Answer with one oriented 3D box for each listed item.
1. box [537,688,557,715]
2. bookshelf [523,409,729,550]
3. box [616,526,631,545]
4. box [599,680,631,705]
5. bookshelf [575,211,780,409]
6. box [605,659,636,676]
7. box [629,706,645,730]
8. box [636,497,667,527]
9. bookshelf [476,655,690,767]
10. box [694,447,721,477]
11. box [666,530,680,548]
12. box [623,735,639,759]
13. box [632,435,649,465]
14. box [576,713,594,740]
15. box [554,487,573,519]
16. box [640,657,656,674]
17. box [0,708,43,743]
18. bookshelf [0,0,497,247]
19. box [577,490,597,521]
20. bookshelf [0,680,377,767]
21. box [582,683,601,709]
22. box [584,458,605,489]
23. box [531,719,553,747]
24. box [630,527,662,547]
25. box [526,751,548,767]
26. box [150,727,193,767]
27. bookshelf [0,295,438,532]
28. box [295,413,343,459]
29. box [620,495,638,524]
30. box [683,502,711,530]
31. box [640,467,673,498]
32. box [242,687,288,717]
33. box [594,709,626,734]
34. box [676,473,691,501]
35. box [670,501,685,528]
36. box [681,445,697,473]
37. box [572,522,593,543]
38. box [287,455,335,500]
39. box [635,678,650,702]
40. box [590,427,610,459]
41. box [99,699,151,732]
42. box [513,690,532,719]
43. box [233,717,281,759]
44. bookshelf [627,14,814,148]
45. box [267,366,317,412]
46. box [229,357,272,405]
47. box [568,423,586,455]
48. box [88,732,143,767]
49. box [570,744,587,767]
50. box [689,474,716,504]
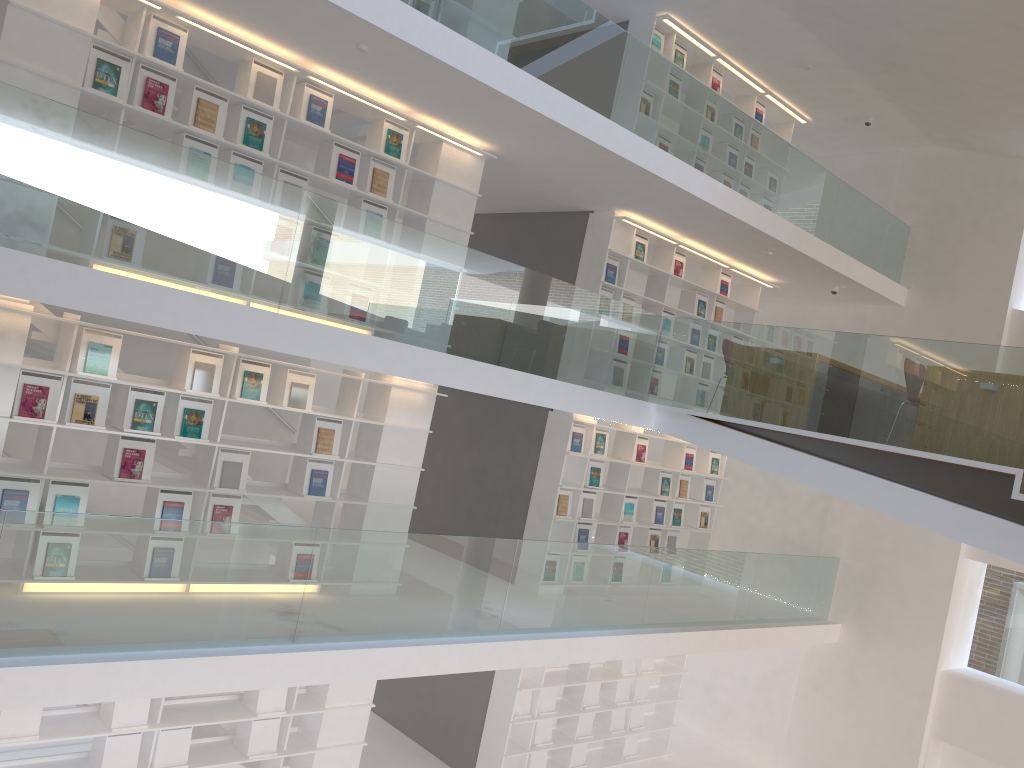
[{"bbox_3d":[0.313,3.238,9.230,0.245,0.296,0.274,13,-1,-43],"label":"box"},{"bbox_3d":[1.428,1.415,9.846,2.984,1.836,0.498,13,-1,-43],"label":"bookshelf"},{"bbox_3d":[1.147,1.675,9.728,0.245,0.296,0.274,13,-1,-43],"label":"box"},{"bbox_3d":[1.195,3.436,10.073,0.245,0.296,0.274,13,-1,-43],"label":"box"},{"bbox_3d":[1.846,-0.603,9.884,2.984,1.836,0.498,13,-1,-43],"label":"bookshelf"},{"bbox_3d":[1.262,3.115,10.079,0.245,0.296,0.274,13,-1,-43],"label":"box"},{"bbox_3d":[1.394,3.818,10.320,0.245,0.296,0.274,13,-1,-43],"label":"box"},{"bbox_3d":[1.608,1.442,10.110,0.245,0.296,0.274,13,-1,-43],"label":"box"},{"bbox_3d":[1.015,3.409,9.809,2.984,1.836,0.498,13,-1,-43],"label":"bookshelf"},{"bbox_3d":[2.375,0.941,10.727,0.245,0.296,0.274,13,-1,-43],"label":"box"},{"bbox_3d":[1.807,1.823,10.357,0.245,0.296,0.274,13,-1,-43],"label":"box"},{"bbox_3d":[1.321,4.138,10.308,0.245,0.296,0.274,13,-1,-43],"label":"box"},{"bbox_3d":[1.343,0.708,9.739,0.245,0.296,0.274,13,-1,-43],"label":"box"},{"bbox_3d":[0.735,3.669,9.691,0.245,0.296,0.274,13,-1,-43],"label":"box"},{"bbox_3d":[0.457,1.183,9.011,0.245,0.296,0.274,13,-1,-43],"label":"box"},{"bbox_3d":[1.520,3.172,10.326,0.245,0.296,0.274,13,-1,-43],"label":"box"},{"bbox_3d":[-3.204,2.111,5.747,0.245,0.296,0.274,13,-1,-43],"label":"box"},{"bbox_3d":[-1.772,-1.415,6.435,3.666,1.836,0.498,13,-1,-43],"label":"bookshelf"},{"bbox_3d":[0.725,1.243,9.267,0.245,0.296,0.274,13,-1,-43],"label":"box"},{"bbox_3d":[-2.602,2.597,6.361,3.666,1.836,0.498,13,-1,-43],"label":"bookshelf"},{"bbox_3d":[0.811,3.350,9.706,0.245,0.296,0.274,13,-1,-43],"label":"box"},{"bbox_3d":[0.809,0.921,9.289,0.245,0.296,0.274,13,-1,-43],"label":"box"},{"bbox_3d":[0.274,3.566,9.251,0.245,0.296,0.274,13,-1,-43],"label":"box"},{"bbox_3d":[1.551,1.766,10.113,0.245,0.296,0.274,13,-1,-43],"label":"box"},{"bbox_3d":[0.215,3.890,9.252,0.245,0.296,0.274,13,-1,-43],"label":"box"},{"bbox_3d":[-2.500,2.605,6.460,0.245,0.296,0.274,13,-1,-43],"label":"box"},{"bbox_3d":[-2.223,0.597,6.435,3.666,1.836,0.397,13,-1,-43],"label":"bookshelf"},{"bbox_3d":[-1.505,0.405,6.995,0.245,0.296,0.274,13,-1,-43],"label":"box"},{"bbox_3d":[1.224,1.356,9.743,0.245,0.296,0.274,13,-1,-43],"label":"box"},{"bbox_3d":[2.251,1.586,10.724,0.245,0.296,0.274,13,-1,-43],"label":"box"},{"bbox_3d":[1.674,1.121,10.116,0.245,0.296,0.274,13,-1,-43],"label":"box"},{"bbox_3d":[-1.918,2.399,6.958,0.245,0.296,0.274,13,-1,-43],"label":"box"},{"bbox_3d":[1.138,3.760,10.076,0.245,0.296,0.274,13,-1,-43],"label":"box"},{"bbox_3d":[1.933,1.178,10.363,0.245,0.296,0.274,13,-1,-43],"label":"box"},{"bbox_3d":[1.859,1.498,10.350,0.245,0.296,0.274,13,-1,-43],"label":"box"},{"bbox_3d":[1.999,0.857,10.369,0.245,0.296,0.274,13,-1,-43],"label":"box"},{"bbox_3d":[0.686,1.572,9.288,0.245,0.296,0.274,13,-1,-43],"label":"box"},{"bbox_3d":[-1.570,0.727,6.990,0.245,0.296,0.274,13,-1,-43],"label":"box"},{"bbox_3d":[1.447,3.492,10.313,0.245,0.296,0.274,13,-1,-43],"label":"box"},{"bbox_3d":[0.857,0.600,9.278,0.245,0.296,0.274,13,-1,-43],"label":"box"},{"bbox_3d":[-2.694,2.225,6.217,0.245,0.296,0.274,13,-1,-43],"label":"box"},{"bbox_3d":[0.044,3.177,8.974,0.245,0.296,0.274,13,-1,-43],"label":"box"},{"bbox_3d":[-1.983,2.721,6.953,0.245,0.296,0.274,13,-1,-43],"label":"box"},{"bbox_3d":[2.260,-2.607,9.921,2.984,1.836,0.498,13,-1,-43],"label":"bookshelf"},{"bbox_3d":[-4.472,1.189,4.402,7.125,3.764,0.498,13,-1,-43],"label":"box"},{"bbox_3d":[-1.943,-0.030,6.519,0.245,0.296,0.274,13,-1,-43],"label":"box"},{"bbox_3d":[0.590,0.543,9.024,0.245,0.296,0.274,13,-1,-43],"label":"box"},{"bbox_3d":[-2.764,2.546,6.208,0.245,0.296,0.274,13,-1,-43],"label":"box"},{"bbox_3d":[0.668,3.992,9.685,0.245,0.296,0.274,13,-1,-43],"label":"box"},{"bbox_3d":[2.308,1.262,10.721,0.245,0.296,0.274,13,-1,-43],"label":"box"}]
